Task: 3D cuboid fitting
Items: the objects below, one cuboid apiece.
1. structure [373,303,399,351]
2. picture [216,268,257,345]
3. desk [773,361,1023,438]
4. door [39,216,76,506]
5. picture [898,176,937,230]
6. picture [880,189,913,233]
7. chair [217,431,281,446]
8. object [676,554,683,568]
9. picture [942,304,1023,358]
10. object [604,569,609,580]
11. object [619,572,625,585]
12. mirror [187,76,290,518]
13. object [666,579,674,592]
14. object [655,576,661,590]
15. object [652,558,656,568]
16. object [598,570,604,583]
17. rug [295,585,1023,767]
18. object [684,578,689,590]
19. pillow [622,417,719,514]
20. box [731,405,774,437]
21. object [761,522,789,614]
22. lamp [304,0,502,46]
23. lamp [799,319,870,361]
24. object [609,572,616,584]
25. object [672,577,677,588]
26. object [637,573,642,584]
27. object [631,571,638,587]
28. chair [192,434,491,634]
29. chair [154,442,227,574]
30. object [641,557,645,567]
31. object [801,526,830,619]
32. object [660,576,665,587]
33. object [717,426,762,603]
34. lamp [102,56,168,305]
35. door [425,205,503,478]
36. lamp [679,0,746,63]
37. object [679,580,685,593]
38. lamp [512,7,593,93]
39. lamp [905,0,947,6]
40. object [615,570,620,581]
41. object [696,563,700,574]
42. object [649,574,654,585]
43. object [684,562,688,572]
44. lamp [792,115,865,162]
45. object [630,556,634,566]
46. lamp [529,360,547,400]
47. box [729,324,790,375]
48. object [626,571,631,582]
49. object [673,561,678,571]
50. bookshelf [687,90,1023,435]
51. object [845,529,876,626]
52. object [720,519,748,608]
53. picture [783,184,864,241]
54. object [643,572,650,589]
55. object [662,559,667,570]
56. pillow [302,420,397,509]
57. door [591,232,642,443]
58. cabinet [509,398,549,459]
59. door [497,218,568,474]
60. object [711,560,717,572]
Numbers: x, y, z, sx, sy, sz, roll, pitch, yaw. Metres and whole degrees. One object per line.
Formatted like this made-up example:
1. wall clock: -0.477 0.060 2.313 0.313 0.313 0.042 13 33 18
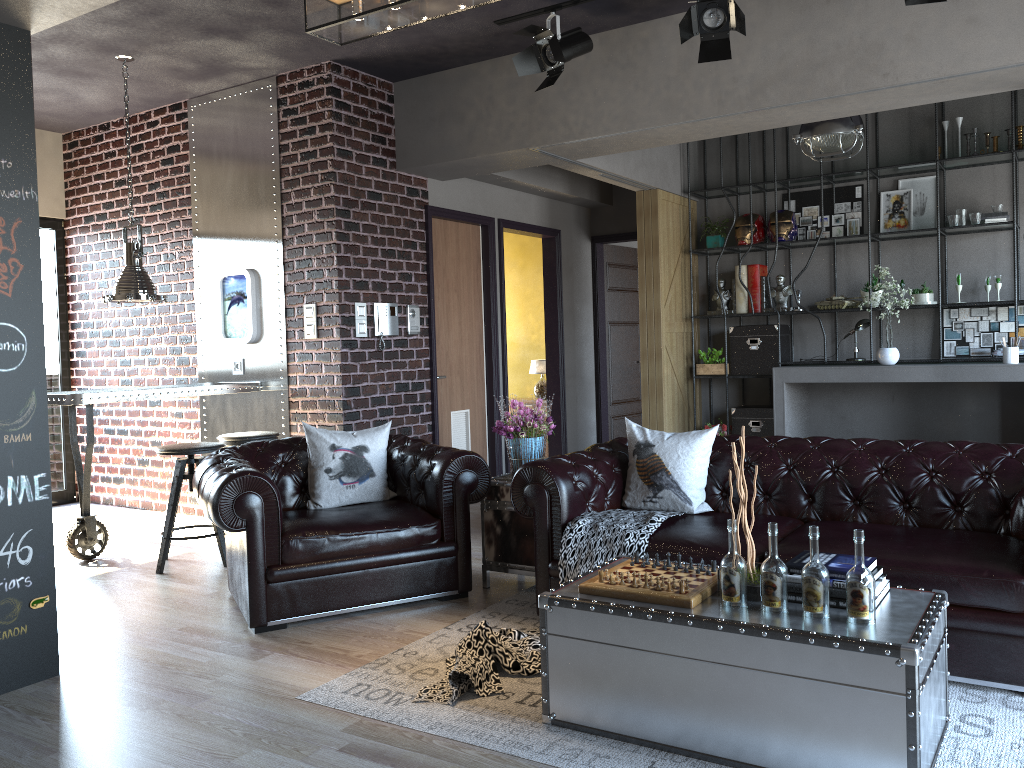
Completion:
1. structure: -0.968 -0.445 6.927 0.068 0.370 0.279 -1 2 33
2. picture: -2.196 -0.615 7.063 0.412 0.599 0.047 -1 2 33
3. desk: 3.472 0.269 7.740 2.129 0.885 0.845 0 2 33
4. door: -4.722 -0.165 7.553 0.111 2.679 2.002 -1 2 33
5. picture: 3.651 -1.601 7.967 0.332 0.514 0.119 -1 2 33
6. picture: 3.481 -1.547 8.028 0.267 0.413 0.101 -1 2 33
7. chair: -1.876 0.745 6.372 0.439 0.781 0.439 -1 2 11
8. object: 0.629 0.661 3.334 0.025 0.058 0.025 -1 2 26
9. picture: 4.112 -0.456 7.721 0.665 0.447 0.051 0 2 33
10. object: 0.342 0.687 3.206 0.017 0.037 0.017 -1 2 26
11. object: 0.388 0.684 3.124 0.022 0.047 0.022 -3 2 -25
12. mirror: -2.176 -0.617 7.094 1.048 3.459 0.050 -1 2 33
13. object: 0.539 0.685 3.026 0.026 0.044 0.026 -2 2 -12
14. object: 0.502 0.683 3.050 0.022 0.047 0.022 -3 2 -25
15. object: 0.534 0.675 3.341 0.017 0.037 0.017 0 2 39
16. object: 0.318 0.688 3.169 0.019 0.040 0.019 -1 2 37
17. rug: 0.803 1.159 3.734 2.474 0.003 2.255 0 3 33
18. object: 0.599 0.686 3.042 0.017 0.037 0.017 -1 2 26
19. pillow: 0.812 0.414 4.616 0.528 0.469 0.283 0 2 36
20. box: 2.428 0.452 8.610 0.489 0.481 0.374 -1 2 33
21. object: 0.853 0.597 2.884 0.088 0.290 0.084 -1 2 38
22. lamp: -0.334 -2.109 3.647 1.277 1.108 0.228 0 2 33
23. lamp: 3.013 -0.406 8.225 0.205 0.371 0.740 -3 2 -33
24. object: 0.355 0.686 3.144 0.026 0.044 0.026 -2 2 -12
25. object: 0.560 0.686 3.067 0.017 0.037 0.017 -1 2 26
26. object: 0.451 0.686 3.136 0.017 0.037 0.017 -1 2 26
27. object: 0.428 0.680 3.096 0.025 0.055 0.025 -2 2 -12
28. chair: -1.013 0.743 5.025 1.493 0.845 1.245 -3 2 -27
29. chair: -2.079 0.780 5.775 0.450 0.774 0.450 -2 2 -17
30. object: 0.497 0.675 3.365 0.017 0.037 0.017 0 2 39
31. object: 0.963 0.596 2.813 0.088 0.290 0.084 -1 2 38
32. object: 0.525 0.686 3.088 0.017 0.037 0.017 -1 2 26
33. object: 0.814 0.439 3.077 0.156 0.583 0.185 -1 2 33
34. lamp: -2.717 -1.444 6.312 0.411 1.736 0.411 -3 2 -35
35. door: -0.480 -0.243 7.870 0.219 2.539 1.003 -1 2 33
36. lamp: 1.151 -2.105 5.060 0.359 0.525 0.541 -1 2 18
37. object: 0.576 0.686 3.003 0.019 0.040 0.019 -1 2 37
38. lamp: 0.286 -2.107 5.612 0.559 0.512 0.359 -3 2 -37
39. lamp: 2.054 -2.120 4.479 0.359 0.503 0.554 -1 2 13
40. object: 0.378 0.687 3.186 0.017 0.037 0.017 -1 2 26
41. object: 0.680 0.674 3.245 0.017 0.037 0.017 0 2 39
42. object: 0.489 0.686 3.111 0.017 0.037 0.017 -1 2 26
43. object: 0.641 0.674 3.270 0.017 0.037 0.017 0 2 39
44. lamp: 2.419 -2.308 6.822 0.534 1.148 0.516 -1 2 10
45. object: 0.459 0.675 3.390 0.017 0.037 0.017 -1 2 13
46. lamp: 0.349 0.254 9.735 0.291 1.044 0.441 -2 2 6
47. box: 2.403 -0.333 8.589 0.489 0.481 0.374 -1 2 33
48. object: 0.414 0.687 3.161 0.017 0.037 0.017 -1 2 26
49. object: 0.608 0.674 3.295 0.017 0.037 0.017 0 2 39
50. bookshelf: 3.763 -0.928 7.701 4.482 3.281 0.527 0 2 33
51. object: 1.076 0.596 2.740 0.088 0.290 0.084 -1 2 38
52. object: 0.739 0.597 2.957 0.088 0.290 0.084 -1 2 38
53. picture: 2.956 -1.608 8.449 0.749 0.503 0.058 0 2 33
54. object: 0.466 0.678 3.073 0.025 0.058 0.025 -2 2 -12
55. object: 0.570 0.675 3.318 0.017 0.037 0.017 0 2 39
56. pillow: -0.936 0.451 5.160 0.541 0.502 0.290 -2 2 -19
57. door: 1.690 -0.405 10.091 1.150 2.543 1.129 -1 2 33
58. cabinet: -0.050 0.542 9.999 1.432 0.750 0.408 0 2 33
59. door: -0.220 -0.304 9.092 1.098 2.543 1.150 -1 2 33
60. object: 0.742 0.670 3.263 0.019 0.040 0.019 -2 2 7
